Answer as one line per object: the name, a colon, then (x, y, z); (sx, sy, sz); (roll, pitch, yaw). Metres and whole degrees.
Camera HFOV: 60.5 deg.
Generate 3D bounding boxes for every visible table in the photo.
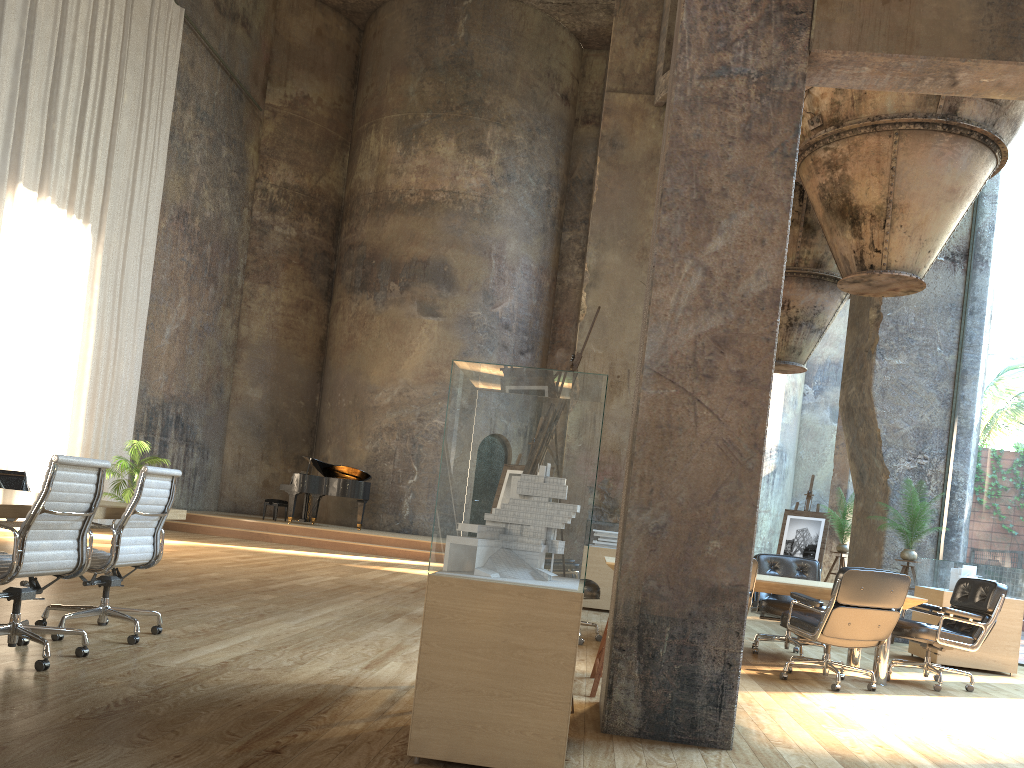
table: (-3.379, 0.547, 2.186); (1.598, 0.753, 7.790); (6, -8, 6)
table: (1.930, 1.927, 7.231); (2.406, 0.696, 1.115); (6, -6, 5)

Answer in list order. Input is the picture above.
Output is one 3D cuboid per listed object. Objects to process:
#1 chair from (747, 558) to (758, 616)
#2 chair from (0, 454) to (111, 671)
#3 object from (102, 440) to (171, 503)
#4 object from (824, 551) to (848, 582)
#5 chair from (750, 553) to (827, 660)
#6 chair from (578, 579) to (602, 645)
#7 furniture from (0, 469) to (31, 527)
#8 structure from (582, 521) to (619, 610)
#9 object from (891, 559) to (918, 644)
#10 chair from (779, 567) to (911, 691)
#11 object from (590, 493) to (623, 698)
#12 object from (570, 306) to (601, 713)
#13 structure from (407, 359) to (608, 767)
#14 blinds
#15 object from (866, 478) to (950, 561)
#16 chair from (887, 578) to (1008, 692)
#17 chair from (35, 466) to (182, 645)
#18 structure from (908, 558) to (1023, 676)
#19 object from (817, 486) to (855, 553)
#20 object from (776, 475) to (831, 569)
chair: (1.380, 1.671, 6.560); (0.730, 0.888, 0.827); (7, -4, 0)
chair: (-2.440, 0.838, 4.321); (0.697, 1.020, 0.671); (6, -3, 14)
object: (-5.759, 1.586, 13.395); (1.093, 1.449, 1.135); (7, -4, -3)
object: (4.550, 2.821, 12.169); (0.658, 0.968, 0.574); (7, -3, 0)
chair: (2.516, 2.004, 7.943); (0.728, 0.888, 0.828); (6, -4, 7)
chair: (0.404, 1.682, 7.386); (0.820, 0.888, 0.735); (6, -4, 2)
furniture: (-5.754, 1.368, 9.844); (0.707, 0.836, 1.890); (6, -7, 6)
structure: (1.191, 2.134, 10.259); (0.742, 1.009, 0.741); (6, -3, 6)
object: (4.403, 2.433, 9.658); (0.568, 0.967, 0.666); (4, -4, 42)
chair: (2.383, 1.776, 6.498); (0.734, 0.888, 0.822); (8, -4, -20)
object: (0.824, 1.226, 5.295); (0.570, 1.291, 0.662); (6, -2, 6)
object: (0.103, 0.629, 4.569); (0.684, 2.136, 0.705); (6, -1, 5)
structure: (0.013, 0.760, 3.675); (0.593, 1.540, 0.748); (6, -2, 6)
blinds: (-6.291, -2.552, 10.743); (0.274, 8.598, 7.897); (6, -4, 7)
object: (4.363, 1.490, 9.763); (0.857, 0.935, 0.694); (6, -3, 8)
chair: (3.415, 1.981, 7.092); (0.821, 0.888, 0.735); (7, -4, 0)
chair: (-2.398, 0.971, 5.185); (0.697, 1.020, 0.671); (6, -3, 11)
structure: (4.455, 2.266, 8.639); (0.734, 1.009, 0.749); (6, -3, 6)
object: (4.603, 1.879, 12.211); (0.684, 0.935, 0.869); (5, -5, 26)
object: (4.420, 2.418, 13.351); (0.697, 2.136, 0.691); (6, -2, 35)
